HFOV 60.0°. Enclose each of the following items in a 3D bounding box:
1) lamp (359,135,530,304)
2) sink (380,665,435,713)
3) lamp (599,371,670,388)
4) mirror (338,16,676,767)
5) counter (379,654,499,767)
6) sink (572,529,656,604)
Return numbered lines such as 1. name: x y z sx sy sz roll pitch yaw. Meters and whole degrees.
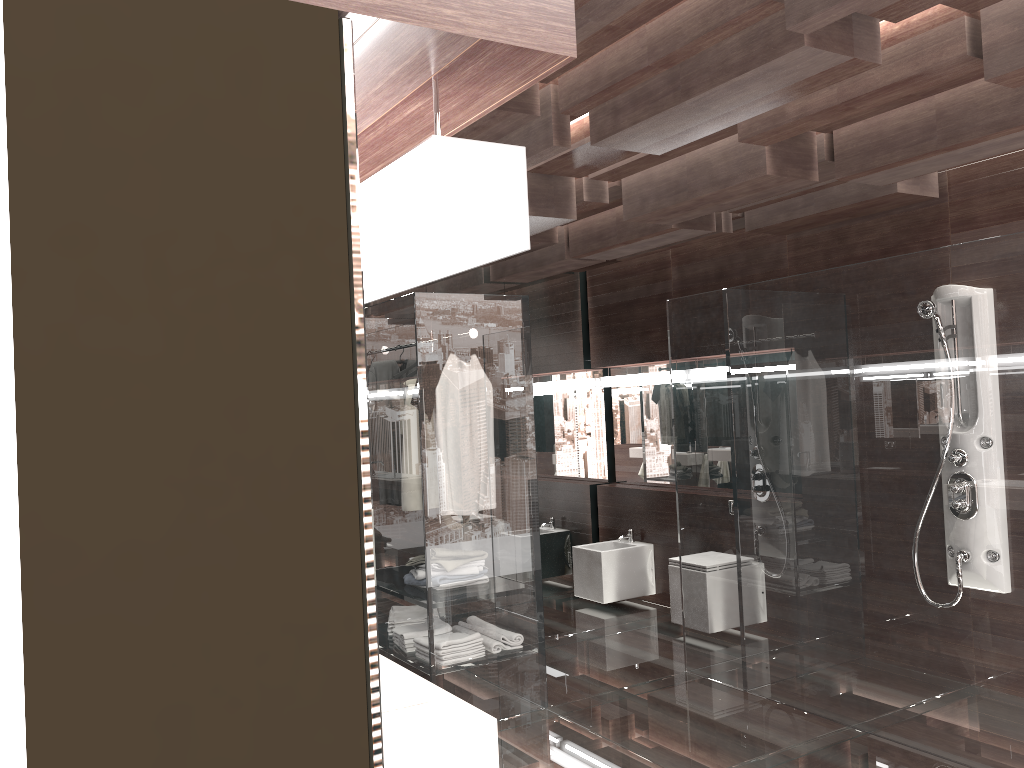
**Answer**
1. lamp: -0.267 -0.123 1.084 0.082 0.082 0.950 -2 -2 -31
2. sink: -0.531 0.659 2.155 0.427 0.193 0.681 -2 -2 -31
3. lamp: 0.969 -0.036 6.609 0.082 0.082 0.950 -2 -2 -31
4. mirror: 0.359 0.267 3.837 4.126 0.916 5.081 -2 -2 -31
5. counter: -0.740 0.811 2.546 0.488 0.131 1.954 -2 -2 -31
6. sink: 0.734 1.300 6.424 0.469 0.456 0.357 -2 -2 -31
